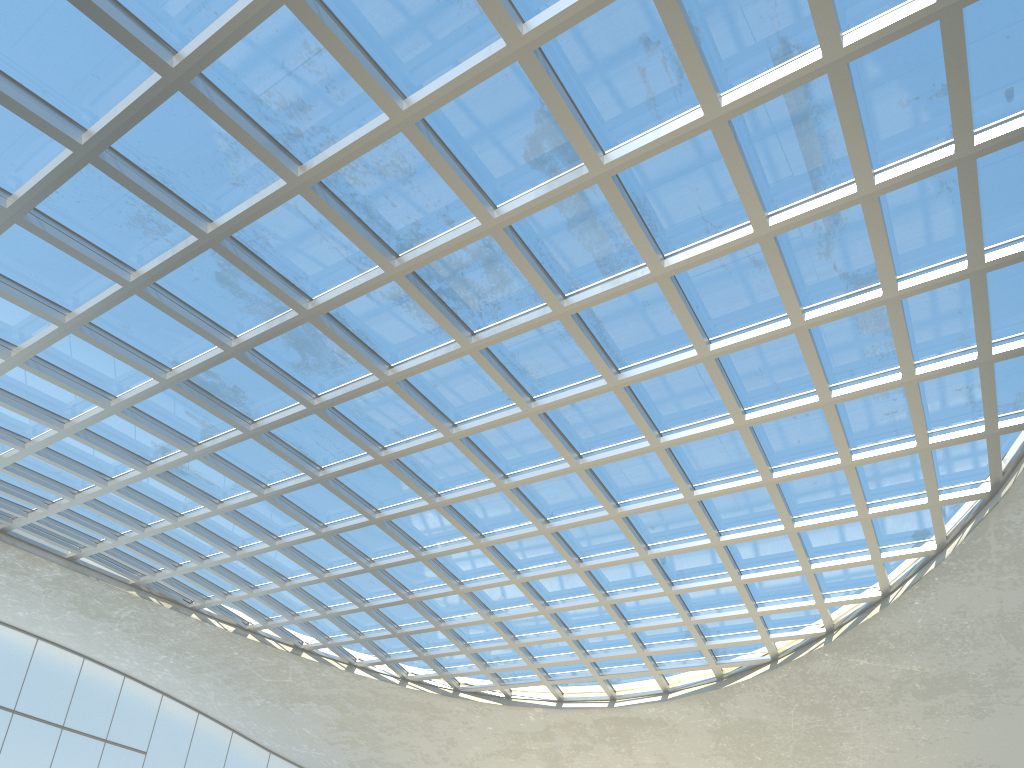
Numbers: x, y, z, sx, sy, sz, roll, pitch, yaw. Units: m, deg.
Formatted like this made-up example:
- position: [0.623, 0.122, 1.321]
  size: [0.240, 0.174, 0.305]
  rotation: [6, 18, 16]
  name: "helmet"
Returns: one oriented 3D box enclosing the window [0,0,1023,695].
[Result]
- position: [-10.676, 6.687, 48.451]
  size: [79.970, 9.619, 90.348]
  rotation: [-15, -43, 29]
  name: "window"
